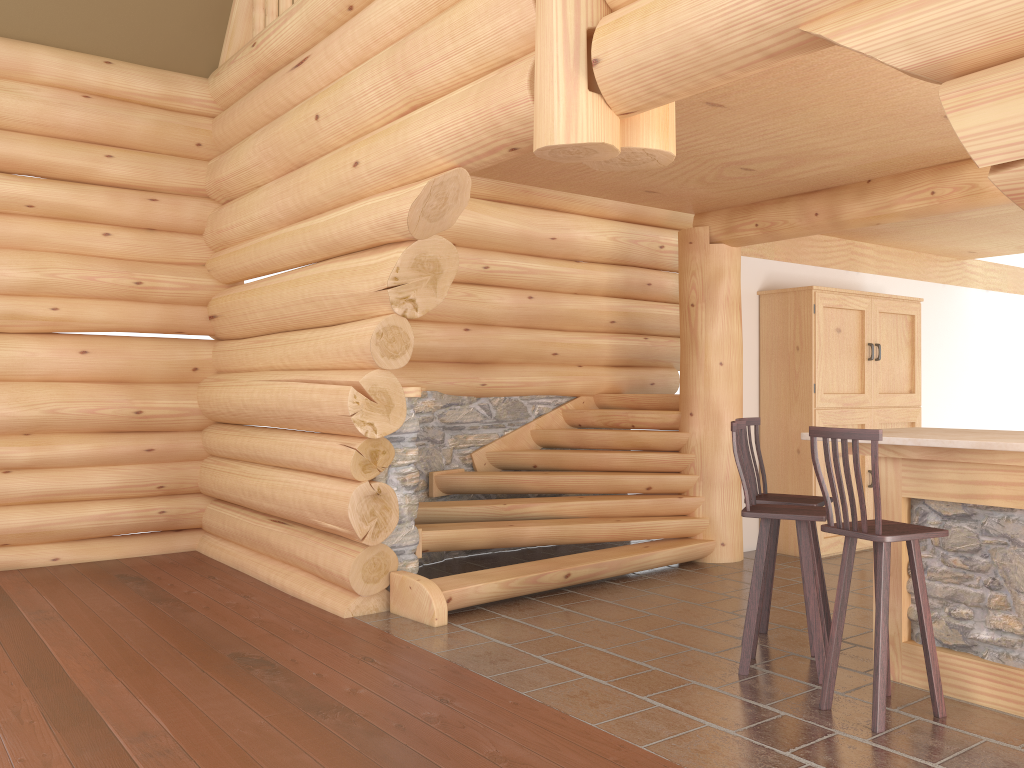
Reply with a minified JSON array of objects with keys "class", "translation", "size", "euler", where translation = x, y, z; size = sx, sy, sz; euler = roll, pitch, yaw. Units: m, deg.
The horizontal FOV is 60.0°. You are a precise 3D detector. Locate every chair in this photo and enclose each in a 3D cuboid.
[{"class":"chair","translation":[1.685,0.858,4.088],"size":[0.504,1.319,0.406],"euler":[0,0,-27]},{"class":"chair","translation":[1.429,0.861,4.724],"size":[0.504,1.319,0.406],"euler":[0,0,22]},{"class":"chair","translation":[1.598,0.864,5.218],"size":[0.504,1.319,0.406],"euler":[0,0,33]}]

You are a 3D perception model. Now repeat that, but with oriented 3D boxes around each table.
[{"class":"table","translation":[3.006,0.888,3.894],"size":[1.196,1.257,3.220],"euler":[0,0,-37]}]

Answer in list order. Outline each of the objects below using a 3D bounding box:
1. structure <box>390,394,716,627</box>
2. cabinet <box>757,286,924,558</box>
[{"class":"structure","translation":[0.185,0.722,7.492],"size":[3.604,1.643,1.951],"euler":[0,0,-43]},{"class":"cabinet","translation":[3.214,0.343,8.551],"size":[1.847,2.403,0.670],"euler":[0,0,-37]}]
